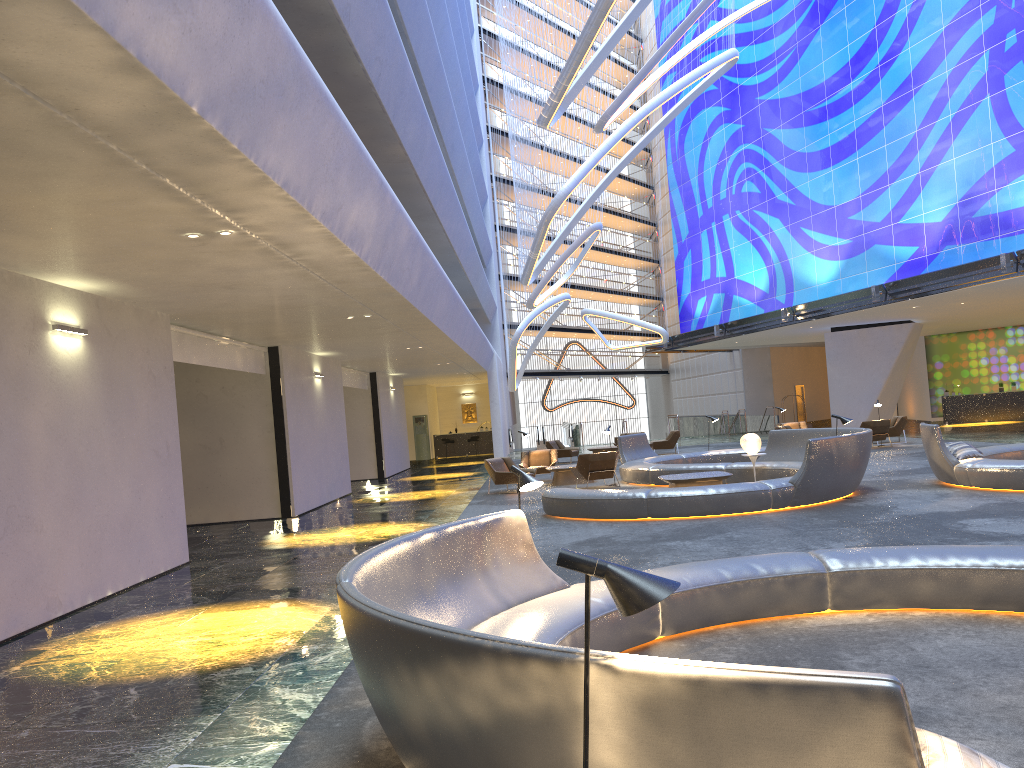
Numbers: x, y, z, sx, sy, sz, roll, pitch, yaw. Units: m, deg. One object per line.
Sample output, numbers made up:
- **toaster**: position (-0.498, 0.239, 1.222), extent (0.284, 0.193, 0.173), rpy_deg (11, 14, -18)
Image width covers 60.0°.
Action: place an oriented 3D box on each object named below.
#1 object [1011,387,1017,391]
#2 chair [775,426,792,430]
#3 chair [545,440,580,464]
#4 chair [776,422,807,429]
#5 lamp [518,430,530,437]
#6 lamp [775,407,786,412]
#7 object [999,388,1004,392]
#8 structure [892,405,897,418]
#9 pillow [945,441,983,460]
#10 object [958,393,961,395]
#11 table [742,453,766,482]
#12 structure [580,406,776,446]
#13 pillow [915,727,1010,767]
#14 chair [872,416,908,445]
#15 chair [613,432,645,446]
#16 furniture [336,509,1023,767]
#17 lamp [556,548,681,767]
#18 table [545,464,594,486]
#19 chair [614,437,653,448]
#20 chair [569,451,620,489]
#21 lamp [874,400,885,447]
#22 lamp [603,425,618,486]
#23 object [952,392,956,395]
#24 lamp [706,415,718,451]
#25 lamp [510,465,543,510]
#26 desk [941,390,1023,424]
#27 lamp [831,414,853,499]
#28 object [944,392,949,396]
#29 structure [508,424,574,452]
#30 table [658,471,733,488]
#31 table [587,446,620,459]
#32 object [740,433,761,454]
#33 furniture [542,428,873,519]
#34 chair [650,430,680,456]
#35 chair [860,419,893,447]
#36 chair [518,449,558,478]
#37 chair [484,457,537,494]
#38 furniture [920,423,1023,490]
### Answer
- **object**: position (18.610, 0.185, 32.855), extent (0.150, 0.145, 0.150), rpy_deg (-5, -1, 35)
- **chair**: position (7.946, 1.543, 24.846), extent (0.940, 0.766, 0.928), rpy_deg (-6, -2, 35)
- **chair**: position (1.645, 2.198, 28.773), extent (0.940, 0.766, 0.929), rpy_deg (-5, -1, 26)
- **chair**: position (8.664, 1.574, 27.279), extent (0.930, 0.766, 0.939), rpy_deg (-5, -1, 8)
- **lamp**: position (0.316, 1.787, 21.937), extent (0.384, 1.300, 0.202), rpy_deg (-5, 0, 19)
- **lamp**: position (8.305, 1.335, 27.345), extent (0.384, 1.300, 0.202), rpy_deg (-5, 0, 19)
- **object**: position (18.271, 0.220, 33.080), extent (0.150, 0.145, 0.150), rpy_deg (-5, -1, 35)
- **structure**: position (16.885, 0.714, 39.498), extent (1.021, 2.051, 0.773), rpy_deg (-4, 0, -20)
- **pillow**: position (7.068, 1.042, 14.004), extent (0.693, 0.262, 0.877), rpy_deg (-5, -2, 10)
- **object**: position (17.158, 0.381, 33.983), extent (0.072, 0.070, 0.073), rpy_deg (-5, -1, 36)
- **table**: position (4.436, 1.579, 16.194), extent (0.418, 0.595, 0.428), rpy_deg (-5, -1, 1)
- **structure**: position (8.333, 5.937, 51.269), extent (9.305, 8.397, 19.742), rpy_deg (-5, -2, 1)
- **pillow**: position (1.162, 1.099, 2.413), extent (0.691, 0.262, 0.878), rpy_deg (-3, -2, -36)
- **chair**: position (10.822, 1.332, 25.465), extent (0.939, 0.766, 0.929), rpy_deg (-5, -1, 10)
- **chair**: position (4.044, 2.058, 30.252), extent (0.930, 0.766, 0.938), rpy_deg (-5, -1, 28)
- **furniture**: position (1.852, 1.076, 2.163), extent (5.185, 0.969, 9.933), rpy_deg (-5, -2, -2)
- **lamp**: position (0.293, 1.073, 2.334), extent (0.384, 1.300, 0.202), rpy_deg (-5, 0, 1)
- **table**: position (1.391, 2.100, 20.563), extent (1.203, 0.392, 1.204), rpy_deg (-5, -2, 1)
- **chair**: position (3.717, 1.977, 27.320), extent (0.937, 0.766, 0.931), rpy_deg (-4, -2, -37)
- **chair**: position (1.773, 1.820, 18.706), extent (0.929, 0.766, 0.940), rpy_deg (-4, -1, -15)
- **lamp**: position (10.089, 1.080, 24.332), extent (0.202, 1.300, 0.384), rpy_deg (-5, 0, 18)
- **lamp**: position (2.099, 1.532, 18.925), extent (0.202, 1.300, 0.384), rpy_deg (-5, 0, 18)
- **object**: position (16.996, 0.379, 34.102), extent (0.108, 0.108, 0.111), rpy_deg (-5, -1, 36)
- **lamp**: position (4.927, 1.405, 21.736), extent (0.384, 1.300, 0.202), rpy_deg (-5, 0, 19)
- **lamp**: position (0.119, 1.235, 6.389), extent (0.201, 1.300, 0.384), rpy_deg (-4, 0, -39)
- **desk**: position (18.040, 0.881, 33.617), extent (2.982, 1.097, 0.812), rpy_deg (-6, -2, 40)
- **lamp**: position (5.041, 1.094, 13.486), extent (0.384, 1.300, 0.202), rpy_deg (-5, 0, 19)
- **object**: position (16.797, 0.381, 34.248), extent (0.149, 0.149, 0.149), rpy_deg (-5, -1, 36)
- **structure**: position (1.909, 6.416, 50.999), extent (3.017, 8.237, 19.838), rpy_deg (-5, -2, 1)
- **table**: position (3.144, 1.761, 15.187), extent (1.203, 0.392, 1.204), rpy_deg (-5, -2, 2)
- **table**: position (3.119, 2.269, 29.027), extent (1.204, 0.392, 1.202), rpy_deg (-5, -2, 19)
- **object**: position (4.354, 1.092, 16.167), extent (0.367, 0.387, 0.318), rpy_deg (-5, -1, 9)
- **furniture**: position (4.059, 1.445, 17.144), extent (5.190, 0.969, 9.924), rpy_deg (-5, -2, 18)
- **chair**: position (4.986, 1.929, 28.817), extent (0.939, 0.766, 0.930), rpy_deg (-5, -1, 3)
- **chair**: position (9.763, 1.369, 24.114), extent (0.929, 0.766, 0.940), rpy_deg (-4, -1, -15)
- **chair**: position (0.674, 2.025, 21.871), extent (0.930, 0.766, 0.939), rpy_deg (-5, -1, 8)
- **chair**: position (-0.043, 1.995, 19.439), extent (0.940, 0.766, 0.928), rpy_deg (-6, -2, 35)
- **furniture**: position (9.481, 0.790, 11.315), extent (5.183, 0.969, 9.936), rpy_deg (-4, -2, -7)
